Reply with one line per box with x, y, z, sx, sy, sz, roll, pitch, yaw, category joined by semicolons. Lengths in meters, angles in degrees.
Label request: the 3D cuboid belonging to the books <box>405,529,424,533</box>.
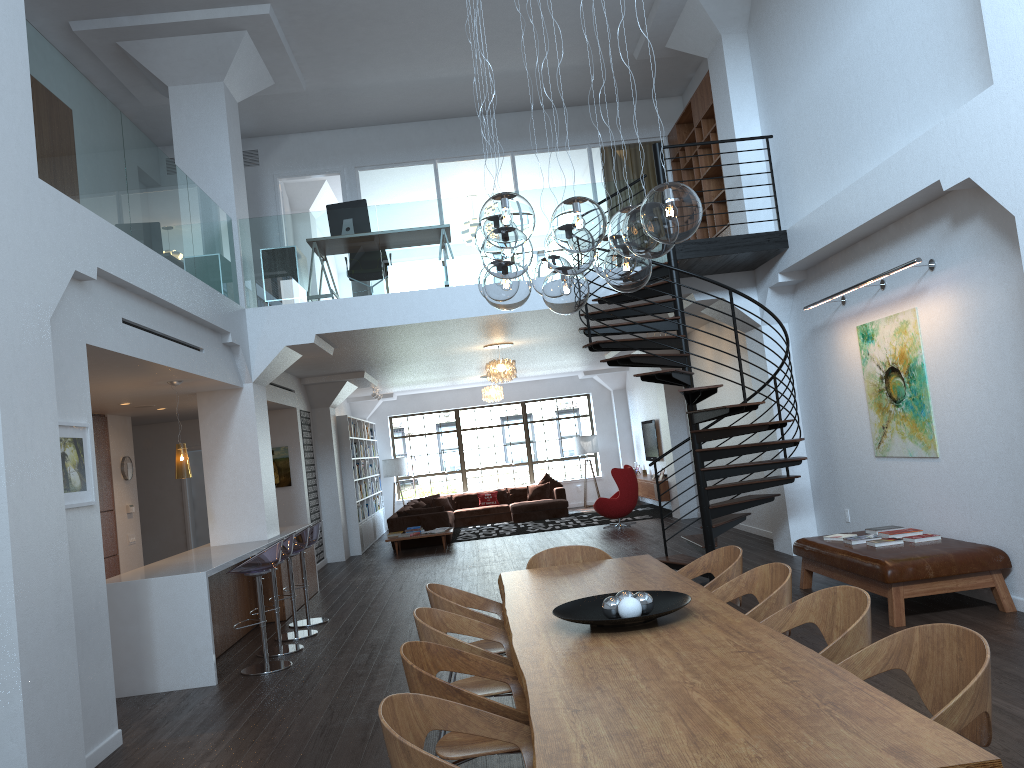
-1.664;2.524;15.147;0.312;0.037;0.216;-6;-4;-13;books

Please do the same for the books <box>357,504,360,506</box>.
-2.786;2.119;15.488;0.223;0.027;0.161;-7;-4;6;books

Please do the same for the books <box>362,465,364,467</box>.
-2.967;1.593;17.174;0.161;0.033;0.223;-6;-4;-3;books

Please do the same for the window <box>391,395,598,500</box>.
-0.403;1.465;20.609;4.648;1.905;0.114;-6;-4;-3;window

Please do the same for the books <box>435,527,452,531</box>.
-1.178;2.464;15.106;0.256;0.035;0.350;-8;-4;22;books

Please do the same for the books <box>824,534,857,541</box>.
2.750;1.284;7.433;0.161;0.031;0.223;-5;-4;-25;books

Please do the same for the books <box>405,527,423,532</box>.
-1.673;2.489;15.153;0.279;0.035;0.191;-7;-4;7;books

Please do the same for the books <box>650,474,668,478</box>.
2.811;1.763;16.941;0.250;0.053;0.400;-6;-4;-3;books

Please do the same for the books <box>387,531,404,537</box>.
-1.977;2.551;15.071;0.241;0.045;0.334;-7;-4;-2;books

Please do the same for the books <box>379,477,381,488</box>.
-3.004;2.229;19.688;0.176;0.290;0.053;-6;-4;-3;books

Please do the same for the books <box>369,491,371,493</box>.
-2.935;2.161;17.576;0.251;0.037;0.160;-7;-4;2;books

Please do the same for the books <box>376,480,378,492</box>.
-2.976;2.194;18.983;0.183;0.253;0.042;-6;-4;-3;books

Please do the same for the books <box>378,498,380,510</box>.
-2.934;2.571;18.954;0.189;0.247;0.057;-6;-4;-3;books

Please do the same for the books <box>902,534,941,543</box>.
3.164;1.191;6.847;0.224;0.036;0.161;-6;-4;-9;books

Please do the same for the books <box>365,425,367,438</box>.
-3.074;0.997;18.177;0.176;0.290;0.053;-6;-4;-3;books

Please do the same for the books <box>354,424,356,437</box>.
-2.967;0.870;16.263;0.182;0.253;0.098;-6;-4;-3;books

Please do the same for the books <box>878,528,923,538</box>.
3.146;1.212;7.177;0.283;0.043;0.197;-6;-4;-4;books

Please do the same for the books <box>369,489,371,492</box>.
-2.944;2.125;17.603;0.259;0.040;0.180;-6;-4;-3;books

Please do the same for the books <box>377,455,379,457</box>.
-3.103;1.600;19.551;0.284;0.035;0.197;-9;-5;27;books

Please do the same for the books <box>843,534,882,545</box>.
2.813;1.248;7.118;0.247;0.040;0.185;-7;-4;0;books

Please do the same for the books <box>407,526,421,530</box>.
-1.672;2.458;15.153;0.224;0.027;0.157;-7;-4;2;books

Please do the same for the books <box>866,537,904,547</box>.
2.883;1.224;6.857;0.224;0.032;0.161;-6;-4;-3;books

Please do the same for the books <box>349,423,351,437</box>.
-2.952;0.827;15.714;0.170;0.251;0.118;-6;-4;-3;books

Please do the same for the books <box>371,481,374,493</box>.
-2.944;2.112;18.131;0.197;0.290;0.136;-6;-4;-3;books

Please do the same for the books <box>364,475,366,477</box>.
-2.931;1.791;17.151;0.171;0.039;0.246;-6;-4;-3;books

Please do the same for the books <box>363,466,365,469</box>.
-2.956;1.628;17.166;0.183;0.042;0.253;-6;-4;-3;books

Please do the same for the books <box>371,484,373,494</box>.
-2.920;2.119;17.941;0.174;0.243;0.085;-6;-4;-3;books

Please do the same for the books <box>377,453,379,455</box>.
-3.107;1.566;19.553;0.284;0.033;0.197;-8;-4;12;books

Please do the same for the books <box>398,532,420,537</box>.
-1.715;2.503;14.742;0.236;0.035;0.340;-8;-4;22;books

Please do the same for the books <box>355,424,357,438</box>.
-2.981;0.883;16.451;0.182;0.255;0.077;-6;-4;-3;books

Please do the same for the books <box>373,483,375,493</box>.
-2.940;2.166;18.406;0.161;0.222;0.084;-6;-4;-3;books

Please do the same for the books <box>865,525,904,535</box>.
3.150;1.236;7.496;0.254;0.044;0.183;-6;-4;-8;books

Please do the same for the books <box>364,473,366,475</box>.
-2.938;1.752;17.152;0.160;0.039;0.251;-7;-4;2;books

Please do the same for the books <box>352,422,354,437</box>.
-2.974;0.839;16.098;0.176;0.293;0.125;-6;-4;-3;books

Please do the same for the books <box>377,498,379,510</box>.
-2.924;2.558;18.835;0.183;0.253;0.037;-6;-4;-3;books

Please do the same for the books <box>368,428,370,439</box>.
-3.081;1.043;18.553;0.183;0.253;0.034;-6;-4;-3;books

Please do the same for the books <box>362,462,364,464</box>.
-2.967;1.539;17.194;0.144;0.024;0.208;-7;-4;2;books

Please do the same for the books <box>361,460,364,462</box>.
-2.930;1.468;16.765;0.223;0.027;0.161;-7;-4;6;books

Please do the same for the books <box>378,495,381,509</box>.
-2.952;2.571;19.224;0.176;0.290;0.053;-6;-4;-3;books

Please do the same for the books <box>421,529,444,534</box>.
-1.316;2.455;14.755;0.342;0.040;0.231;-10;-5;37;books

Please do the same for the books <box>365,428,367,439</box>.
-3.065;1.012;18.093;0.171;0.246;0.057;-6;-4;-3;books

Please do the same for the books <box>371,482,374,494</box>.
-2.921;2.121;18.027;0.182;0.253;0.098;-6;-4;-3;books

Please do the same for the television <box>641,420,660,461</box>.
2.768;1.138;17.764;0.013;0.816;1.324;-6;-4;-3;television

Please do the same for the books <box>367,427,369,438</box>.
-3.075;1.033;18.417;0.183;0.253;0.034;-6;-4;-3;books

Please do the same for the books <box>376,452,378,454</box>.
-3.108;1.533;19.551;0.254;0.032;0.174;-9;-5;32;books

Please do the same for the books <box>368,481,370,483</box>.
-2.932;1.951;17.595;0.208;0.024;0.144;-7;-4;2;books
